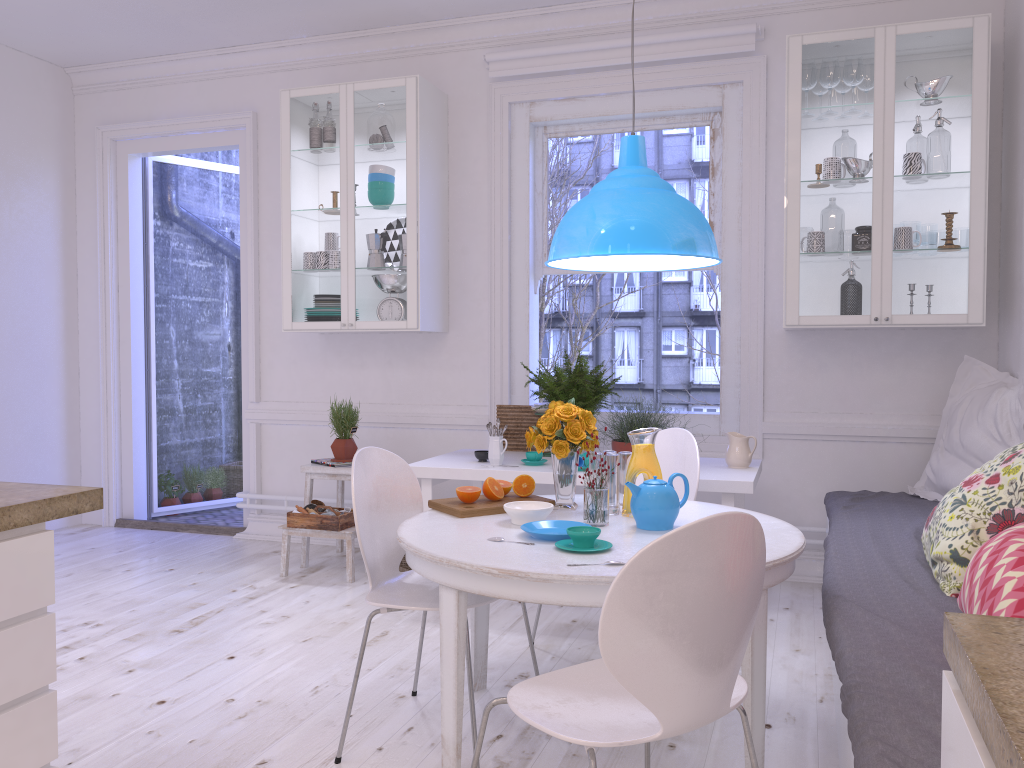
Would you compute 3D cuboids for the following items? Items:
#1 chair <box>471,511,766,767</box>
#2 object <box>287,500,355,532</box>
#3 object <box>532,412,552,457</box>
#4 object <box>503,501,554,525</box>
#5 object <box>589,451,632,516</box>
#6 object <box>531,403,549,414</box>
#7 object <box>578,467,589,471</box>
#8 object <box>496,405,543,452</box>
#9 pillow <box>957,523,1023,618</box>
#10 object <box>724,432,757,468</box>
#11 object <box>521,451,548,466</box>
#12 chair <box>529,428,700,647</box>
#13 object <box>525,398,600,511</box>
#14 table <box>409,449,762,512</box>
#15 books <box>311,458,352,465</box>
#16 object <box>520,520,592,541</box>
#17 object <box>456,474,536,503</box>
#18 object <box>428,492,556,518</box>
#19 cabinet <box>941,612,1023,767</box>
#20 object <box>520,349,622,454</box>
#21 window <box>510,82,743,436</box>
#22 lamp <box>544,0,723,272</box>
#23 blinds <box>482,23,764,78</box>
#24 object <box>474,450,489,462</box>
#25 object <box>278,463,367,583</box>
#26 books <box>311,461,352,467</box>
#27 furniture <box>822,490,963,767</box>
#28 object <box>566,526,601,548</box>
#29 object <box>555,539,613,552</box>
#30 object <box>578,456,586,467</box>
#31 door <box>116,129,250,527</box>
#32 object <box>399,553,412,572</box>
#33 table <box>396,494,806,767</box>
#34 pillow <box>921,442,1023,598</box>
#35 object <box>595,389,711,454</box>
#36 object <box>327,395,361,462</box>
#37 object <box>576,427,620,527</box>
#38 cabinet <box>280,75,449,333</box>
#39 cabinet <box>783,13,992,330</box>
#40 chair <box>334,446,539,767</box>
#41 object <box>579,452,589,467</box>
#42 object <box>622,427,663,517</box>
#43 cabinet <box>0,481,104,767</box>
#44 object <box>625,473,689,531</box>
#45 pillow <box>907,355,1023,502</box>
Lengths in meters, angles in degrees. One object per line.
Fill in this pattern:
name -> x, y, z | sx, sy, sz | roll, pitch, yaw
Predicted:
chair -> 0.234, 0.643, 1.782 | 0.604, 0.845, 0.483 | -2, 3, -37
object -> -0.930, 0.658, 4.455 | 0.358, 0.110, 0.211 | 1, 2, 21
object -> 0.178, 0.247, 4.369 | 0.159, 0.208, 0.185 | 1, 2, 18
object -> 0.048, 0.379, 2.591 | 0.147, 0.052, 0.147 | -1, 2, -29
object -> 0.308, 0.306, 2.759 | 0.122, 0.186, 0.101 | -2, 3, -42
object -> 0.177, 0.120, 4.375 | 0.163, 0.047, 0.164 | -1, 2, -22
object -> 0.296, 0.359, 3.815 | 0.121, 0.021, 0.121 | -1, 2, -31
object -> 0.063, 0.227, 4.518 | 0.294, 0.237, 0.028 | 1, 2, 18
pillow -> 1.216, 0.379, 1.834 | 0.491, 0.424, 0.587 | 1, 2, 21
object -> 1.004, 0.290, 3.906 | 0.127, 0.152, 0.115 | 0, 2, 1
object -> 0.100, 0.336, 3.993 | 0.121, 0.055, 0.121 | -1, 2, -31
chair -> 0.412, 0.590, 3.225 | 0.483, 0.845, 0.604 | -1, 2, -26
object -> 0.167, 0.222, 2.811 | 0.234, 0.351, 0.235 | -1, 2, -17
table -> 0.345, 0.670, 4.077 | 1.514, 0.619, 0.736 | 1, 2, 18
books -> -0.923, 0.408, 4.695 | 0.180, 0.007, 0.246 | -2, 3, -42
object -> 0.121, 0.400, 2.409 | 0.196, 0.023, 0.196 | 0, 2, 6
object -> -0.065, 0.334, 2.866 | 0.285, 0.075, 0.129 | -2, 3, -36
object -> -0.065, 0.384, 2.842 | 0.347, 0.024, 0.224 | -1, 2, -32
cabinet -> 0.624, 0.694, 0.401 | 0.654, 0.842, 1.036 | 1, 2, 18
object -> 0.278, 0.091, 4.208 | 0.438, 0.527, 0.368 | 1, 2, 18
window -> 0.606, -0.633, 4.758 | 1.234, 1.782, 0.181 | 1, 2, 18
lamp -> 0.388, -1.359, 2.828 | 0.568, 1.948, 0.568 | -2, 3, -38
blinds -> 0.536, -1.695, 4.544 | 1.451, 0.131, 0.136 | 1, 2, 18
object -> -0.135, 0.335, 4.105 | 0.079, 0.048, 0.082 | -1, 2, -22
object -> -0.880, 0.691, 4.658 | 0.418, 0.534, 0.599 | 1, 2, 18
books -> -0.923, 0.417, 4.696 | 0.180, 0.011, 0.246 | -2, 3, -42
furniture -> 1.281, 0.783, 2.515 | 0.769, 0.508, 3.296 | 1, 2, 18
object -> 0.182, 0.391, 2.254 | 0.088, 0.043, 0.088 | 1, 2, 26
object -> 0.182, 0.412, 2.255 | 0.147, 0.011, 0.147 | 1, 2, 21
object -> 0.281, 0.333, 3.815 | 0.069, 0.058, 0.080 | 0, 2, -9
door -> -1.895, -0.333, 6.053 | 1.009, 2.474, 1.021 | 1, 2, 18
object -> -0.467, 0.826, 4.620 | 0.276, 0.270, 0.276 | -2, 3, -38
table -> 0.242, 0.721, 2.552 | 1.140, 0.629, 1.140 | -2, 3, -43
pillow -> 1.434, 0.351, 2.482 | 0.509, 0.447, 0.592 | 1, 2, 23
object -> 0.587, 0.197, 4.008 | 0.668, 0.367, 0.531 | 2, 3, 43
object -> -0.876, 0.222, 4.662 | 0.186, 0.367, 0.196 | -1, 2, -27
object -> 0.247, 0.263, 2.547 | 0.128, 0.287, 0.128 | 1, 2, 20
cabinet -> -0.812, -0.941, 4.860 | 0.823, 1.311, 0.425 | 1, 2, 18
cabinet -> 1.675, -0.911, 4.037 | 0.823, 1.311, 0.425 | 1, 2, 18
chair -> -0.212, 0.613, 2.598 | 0.483, 0.845, 0.604 | 1, 2, 18
object -> 0.319, 0.327, 3.815 | 0.069, 0.059, 0.082 | 0, 2, -4
object -> 0.400, 0.268, 2.700 | 0.116, 0.267, 0.094 | -2, 3, -45
cabinet -> -1.357, 0.657, 1.438 | 0.654, 0.842, 1.167 | 1, 2, 18
object -> 0.414, 0.332, 2.523 | 0.156, 0.151, 0.150 | 1, 2, 22
pillow -> 1.989, 0.196, 3.802 | 0.374, 0.642, 0.677 | 0, 2, -11
